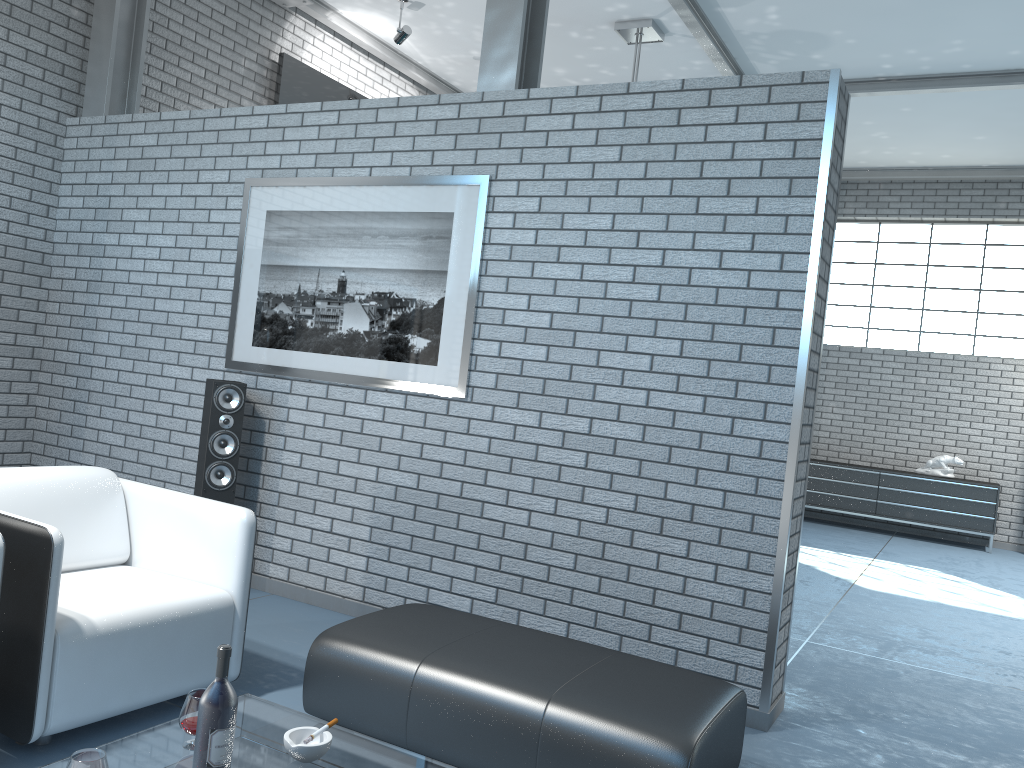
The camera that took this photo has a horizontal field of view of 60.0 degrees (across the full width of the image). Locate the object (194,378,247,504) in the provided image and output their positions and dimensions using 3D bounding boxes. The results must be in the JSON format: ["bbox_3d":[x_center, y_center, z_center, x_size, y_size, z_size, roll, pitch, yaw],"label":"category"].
[{"bbox_3d":[-1.476,0.505,4.411,0.159,1.045,0.254,6,0,-27],"label":"object"}]

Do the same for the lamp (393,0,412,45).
[{"bbox_3d":[-0.853,-2.782,6.807,0.137,0.311,0.166,6,0,-37],"label":"lamp"}]

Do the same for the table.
[{"bbox_3d":[-0.538,0.997,1.759,0.900,0.300,0.900,6,0,28],"label":"table"}]

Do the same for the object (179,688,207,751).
[{"bbox_3d":[-0.713,0.765,2.025,0.089,0.120,0.089,6,0,-6],"label":"object"}]

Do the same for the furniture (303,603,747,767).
[{"bbox_3d":[0.040,1.004,2.857,1.291,0.301,0.685,6,0,28],"label":"furniture"}]

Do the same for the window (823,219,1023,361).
[{"bbox_3d":[4.659,-1.086,9.995,2.200,1.500,0.100,6,0,28],"label":"window"}]

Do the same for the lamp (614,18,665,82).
[{"bbox_3d":[0.937,-2.301,6.816,0.300,0.872,0.639,6,0,28],"label":"lamp"}]

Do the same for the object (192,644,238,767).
[{"bbox_3d":[-0.592,0.681,1.775,0.079,0.316,0.079,6,0,-29],"label":"object"}]

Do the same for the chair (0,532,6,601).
[{"bbox_3d":[-1.943,0.612,2.221,0.919,0.661,0.767,6,0,26],"label":"chair"}]

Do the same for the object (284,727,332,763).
[{"bbox_3d":[-0.464,0.825,2.008,0.108,0.056,0.108,6,0,24],"label":"object"}]

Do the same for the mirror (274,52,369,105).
[{"bbox_3d":[-1.161,-0.714,8.290,0.050,3.500,3.400,6,0,28],"label":"mirror"}]

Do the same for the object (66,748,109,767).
[{"bbox_3d":[-0.802,0.757,1.668,0.089,0.120,0.089,6,0,-6],"label":"object"}]

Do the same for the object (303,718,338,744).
[{"bbox_3d":[-0.448,0.816,2.046,0.024,0.052,0.128,6,0,21],"label":"object"}]

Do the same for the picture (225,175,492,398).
[{"bbox_3d":[-0.806,-0.510,4.347,1.490,1.015,0.020,6,0,28],"label":"picture"}]

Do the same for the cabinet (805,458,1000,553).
[{"bbox_3d":[4.001,1.267,9.664,2.250,0.682,0.510,6,0,28],"label":"cabinet"}]

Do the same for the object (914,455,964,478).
[{"bbox_3d":[4.530,0.862,9.404,0.151,0.244,0.496,6,0,-37],"label":"object"}]

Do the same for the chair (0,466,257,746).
[{"bbox_3d":[-1.492,0.658,2.995,0.919,0.661,0.767,6,0,30],"label":"chair"}]
